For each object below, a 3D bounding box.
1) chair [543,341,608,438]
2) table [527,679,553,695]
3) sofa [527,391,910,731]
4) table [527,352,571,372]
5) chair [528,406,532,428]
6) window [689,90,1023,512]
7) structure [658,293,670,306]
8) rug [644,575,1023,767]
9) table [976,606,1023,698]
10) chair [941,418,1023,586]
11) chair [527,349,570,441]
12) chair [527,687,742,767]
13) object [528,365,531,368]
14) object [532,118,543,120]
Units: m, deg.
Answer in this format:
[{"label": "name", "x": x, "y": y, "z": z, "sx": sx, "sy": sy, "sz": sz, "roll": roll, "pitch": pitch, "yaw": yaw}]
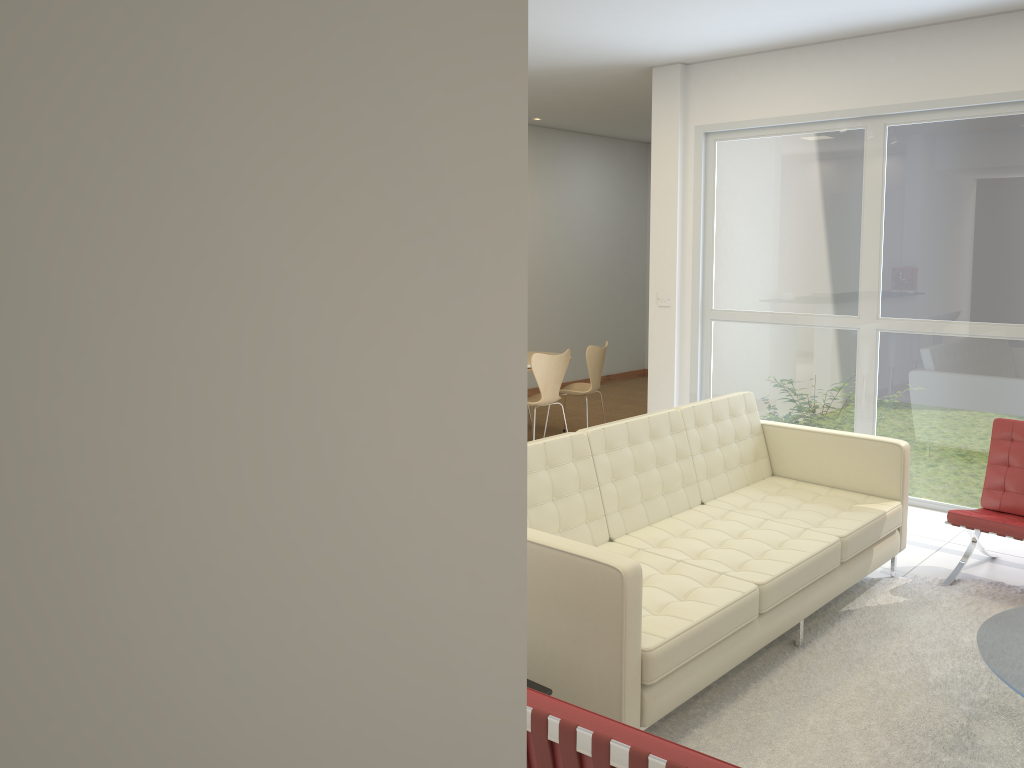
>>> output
[{"label": "chair", "x": 0.617, "y": 0.064, "z": 8.176, "sx": 0.516, "sy": 0.902, "sz": 0.524, "roll": 3, "pitch": 7, "yaw": 26}, {"label": "table", "x": -0.446, "y": 1.120, "z": 2.742, "sx": 0.919, "sy": 0.420, "sz": 0.703, "roll": 7, "pitch": 11, "yaw": 42}, {"label": "sofa", "x": 0.874, "y": 0.665, "z": 4.066, "sx": 1.004, "sy": 0.917, "sz": 2.574, "roll": 6, "pitch": 10, "yaw": 42}, {"label": "table", "x": -0.333, "y": 0.174, "z": 8.018, "sx": 1.283, "sy": 0.725, "sz": 2.270, "roll": 7, "pitch": 11, "yaw": 43}, {"label": "chair", "x": -0.120, "y": -0.031, "z": 8.801, "sx": 0.522, "sy": 0.902, "sz": 0.518, "roll": -3, "pitch": 7, "yaw": -23}, {"label": "window", "x": 2.730, "y": -0.508, "z": 5.937, "sx": 3.443, "sy": 2.699, "sz": 0.121, "roll": 7, "pitch": 8, "yaw": 42}, {"label": "structure", "x": 1.220, "y": -0.678, "z": 7.111, "sx": 0.114, "sy": 0.104, "sz": 0.013, "roll": 7, "pitch": 8, "yaw": 42}, {"label": "rug", "x": 1.674, "y": 1.254, "z": 3.244, "sx": 2.451, "sy": 0.004, "sz": 3.339, "roll": 8, "pitch": 12, "yaw": 43}, {"label": "table", "x": 2.255, "y": 1.138, "z": 2.678, "sx": 1.542, "sy": 0.402, "sz": 1.325, "roll": 7, "pitch": 11, "yaw": 41}, {"label": "chair", "x": 2.723, "y": 0.654, "z": 4.532, "sx": 0.708, "sy": 0.812, "sz": 0.702, "roll": -6, "pitch": 9, "yaw": -42}, {"label": "chair", "x": 0.203, "y": 0.150, "z": 7.603, "sx": 0.517, "sy": 0.902, "sz": 0.523, "roll": 6, "pitch": 8, "yaw": 42}, {"label": "chair", "x": 0.419, "y": 1.046, "z": 1.930, "sx": 0.701, "sy": 0.812, "sz": 0.709, "roll": 5, "pitch": 8, "yaw": 37}, {"label": "object", "x": 0.088, "y": -0.149, "z": 7.683, "sx": 0.210, "sy": 0.015, "sz": 0.211, "roll": 0, "pitch": 9, "yaw": -1}, {"label": "object", "x": 0.283, "y": -2.945, "z": 9.834, "sx": 0.129, "sy": 0.010, "sz": 0.130, "roll": 0, "pitch": 9, "yaw": -2}]
